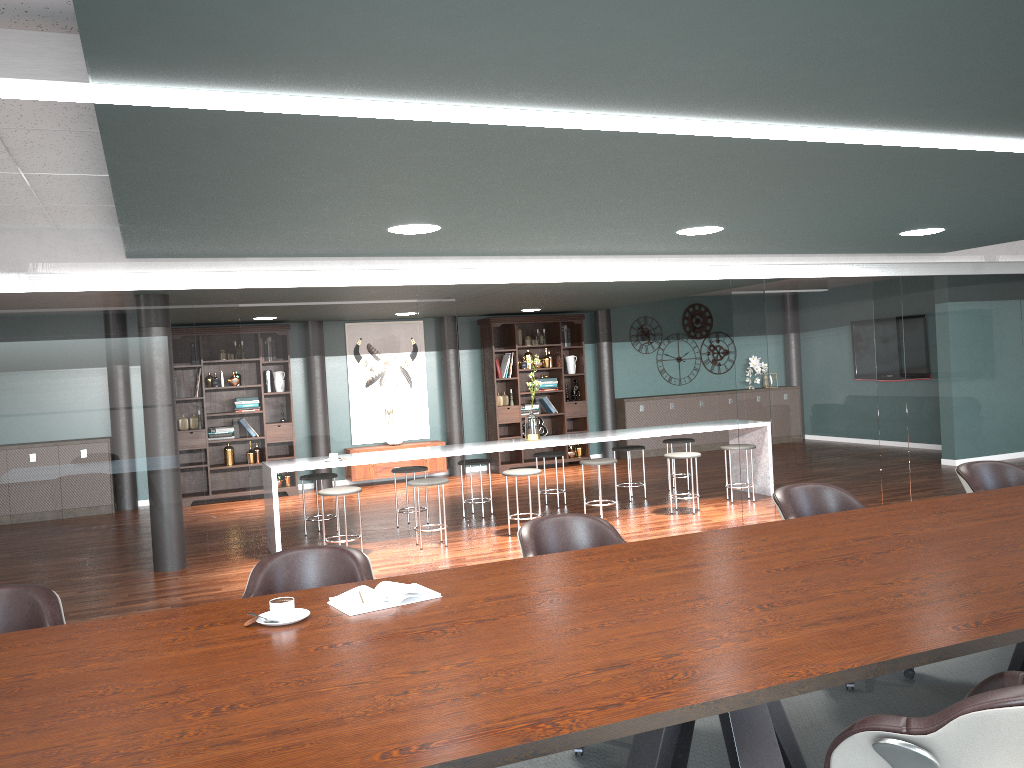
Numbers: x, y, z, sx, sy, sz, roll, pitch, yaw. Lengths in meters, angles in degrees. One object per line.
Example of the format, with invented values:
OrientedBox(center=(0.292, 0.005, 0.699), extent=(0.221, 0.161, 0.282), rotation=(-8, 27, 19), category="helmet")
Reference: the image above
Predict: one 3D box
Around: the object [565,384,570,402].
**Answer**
OrientedBox(center=(0.730, 0.117, 11.782), extent=(0.077, 0.228, 0.077), rotation=(-4, 2, -39), category="object")

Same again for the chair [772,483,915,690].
OrientedBox(center=(1.391, 0.828, 3.785), extent=(0.535, 0.761, 0.518), rotation=(-4, 1, -16), category="chair")

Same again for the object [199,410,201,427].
OrientedBox(center=(-3.643, 0.403, 10.036), extent=(0.250, 0.221, 0.186), rotation=(-4, 1, -24), category="object")

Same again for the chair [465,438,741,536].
OrientedBox(center=(0.232, 0.934, 7.848), extent=(4.029, 0.512, 1.479), rotation=(-4, 1, -22), category="chair")

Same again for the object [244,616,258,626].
OrientedBox(center=(-0.703, 0.639, 2.390), extent=(0.041, 0.021, 0.044), rotation=(-4, 1, -30), category="object")

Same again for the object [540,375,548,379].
OrientedBox(center=(0.419, -0.098, 11.694), extent=(0.104, 0.052, 0.100), rotation=(-4, 1, -18), category="object")

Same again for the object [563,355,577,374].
OrientedBox(center=(0.743, -0.263, 11.854), extent=(0.268, 0.262, 0.137), rotation=(-3, 1, 18), category="object")

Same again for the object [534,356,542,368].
OrientedBox(center=(0.338, -0.292, 11.681), extent=(0.099, 0.169, 0.099), rotation=(-2, 2, 42), category="object")

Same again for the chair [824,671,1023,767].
OrientedBox(center=(0.960, 0.895, 1.789), extent=(0.523, 0.761, 0.533), rotation=(-2, 2, 44), category="chair")

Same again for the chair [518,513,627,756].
OrientedBox(center=(0.280, 0.901, 3.334), extent=(0.535, 0.761, 0.518), rotation=(-4, 1, -16), category="chair")

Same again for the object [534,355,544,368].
OrientedBox(center=(0.347, -0.293, 11.552), extent=(0.144, 0.175, 0.073), rotation=(-4, 1, -20), category="object")

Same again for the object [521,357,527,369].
OrientedBox(center=(0.156, -0.273, 11.502), extent=(0.079, 0.161, 0.080), rotation=(-3, 1, 4), category="object")

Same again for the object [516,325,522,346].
OrientedBox(center=(0.074, -0.627, 11.566), extent=(0.104, 0.273, 0.104), rotation=(-3, 1, 14), category="object")

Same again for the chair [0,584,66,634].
OrientedBox(center=(-1.534, 1.019, 2.598), extent=(0.535, 0.761, 0.518), rotation=(-4, 1, -16), category="chair")

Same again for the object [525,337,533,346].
OrientedBox(center=(0.215, -0.562, 11.593), extent=(0.096, 0.126, 0.106), rotation=(-3, 1, 29), category="object")

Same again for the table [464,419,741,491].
OrientedBox(center=(0.221, 0.842, 7.780), extent=(4.577, 0.699, 0.609), rotation=(-4, 1, -22), category="table")

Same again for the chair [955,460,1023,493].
OrientedBox(center=(2.386, 0.764, 4.180), extent=(0.533, 0.761, 0.523), rotation=(-4, 2, -41), category="chair")

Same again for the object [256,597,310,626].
OrientedBox(center=(-0.627, 0.618, 2.421), extent=(0.146, 0.056, 0.146), rotation=(-3, 1, 2), category="object")

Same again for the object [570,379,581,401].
OrientedBox(center=(0.831, 0.079, 11.839), extent=(0.116, 0.286, 0.215), rotation=(-4, 1, -26), category="object")

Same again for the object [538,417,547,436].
OrientedBox(center=(0.348, 0.563, 11.714), extent=(0.233, 0.268, 0.051), rotation=(-4, 1, -22), category="object")

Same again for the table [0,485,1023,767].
OrientedBox(center=(1.274, 0.884, 2.797), extent=(6.694, 0.706, 1.374), rotation=(-4, 1, -22), category="table")

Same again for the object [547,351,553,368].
OrientedBox(center=(0.497, -0.329, 11.766), extent=(0.092, 0.222, 0.092), rotation=(-3, 1, 12), category="object")

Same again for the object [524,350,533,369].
OrientedBox(center=(0.216, -0.324, 11.608), extent=(0.114, 0.251, 0.114), rotation=(-3, 1, 4), category="object")

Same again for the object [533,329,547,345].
OrientedBox(center=(0.338, -0.618, 11.655), extent=(0.196, 0.221, 0.184), rotation=(-4, 1, -22), category="object")

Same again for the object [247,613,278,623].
OrientedBox(center=(-0.680, 0.639, 2.409), extent=(0.034, 0.012, 0.155), rotation=(-4, 2, -45), category="object")

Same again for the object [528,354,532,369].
OrientedBox(center=(0.230, -0.292, 11.501), extent=(0.040, 0.191, 0.040), rotation=(-4, 1, -13), category="object")

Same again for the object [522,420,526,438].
OrientedBox(center=(0.190, 0.590, 11.524), extent=(0.224, 0.238, 0.159), rotation=(-4, 1, -22), category="object")

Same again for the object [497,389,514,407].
OrientedBox(center=(-0.122, 0.174, 11.465), extent=(0.250, 0.221, 0.186), rotation=(-4, 1, -24), category="object")

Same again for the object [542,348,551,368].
OrientedBox(center=(0.453, -0.341, 11.647), extent=(0.108, 0.256, 0.108), rotation=(-3, 1, 12), category="object")

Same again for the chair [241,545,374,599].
OrientedBox(center=(-0.657, 0.962, 2.954), extent=(0.535, 0.761, 0.518), rotation=(-3, 1, -1), category="chair")

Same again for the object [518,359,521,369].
OrientedBox(center=(0.068, -0.276, 11.567), extent=(0.105, 0.172, 0.105), rotation=(-4, 1, -26), category="object")

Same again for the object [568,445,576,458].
OrientedBox(center=(0.784, 0.889, 11.728), extent=(0.144, 0.175, 0.073), rotation=(-4, 1, -20), category="object")
